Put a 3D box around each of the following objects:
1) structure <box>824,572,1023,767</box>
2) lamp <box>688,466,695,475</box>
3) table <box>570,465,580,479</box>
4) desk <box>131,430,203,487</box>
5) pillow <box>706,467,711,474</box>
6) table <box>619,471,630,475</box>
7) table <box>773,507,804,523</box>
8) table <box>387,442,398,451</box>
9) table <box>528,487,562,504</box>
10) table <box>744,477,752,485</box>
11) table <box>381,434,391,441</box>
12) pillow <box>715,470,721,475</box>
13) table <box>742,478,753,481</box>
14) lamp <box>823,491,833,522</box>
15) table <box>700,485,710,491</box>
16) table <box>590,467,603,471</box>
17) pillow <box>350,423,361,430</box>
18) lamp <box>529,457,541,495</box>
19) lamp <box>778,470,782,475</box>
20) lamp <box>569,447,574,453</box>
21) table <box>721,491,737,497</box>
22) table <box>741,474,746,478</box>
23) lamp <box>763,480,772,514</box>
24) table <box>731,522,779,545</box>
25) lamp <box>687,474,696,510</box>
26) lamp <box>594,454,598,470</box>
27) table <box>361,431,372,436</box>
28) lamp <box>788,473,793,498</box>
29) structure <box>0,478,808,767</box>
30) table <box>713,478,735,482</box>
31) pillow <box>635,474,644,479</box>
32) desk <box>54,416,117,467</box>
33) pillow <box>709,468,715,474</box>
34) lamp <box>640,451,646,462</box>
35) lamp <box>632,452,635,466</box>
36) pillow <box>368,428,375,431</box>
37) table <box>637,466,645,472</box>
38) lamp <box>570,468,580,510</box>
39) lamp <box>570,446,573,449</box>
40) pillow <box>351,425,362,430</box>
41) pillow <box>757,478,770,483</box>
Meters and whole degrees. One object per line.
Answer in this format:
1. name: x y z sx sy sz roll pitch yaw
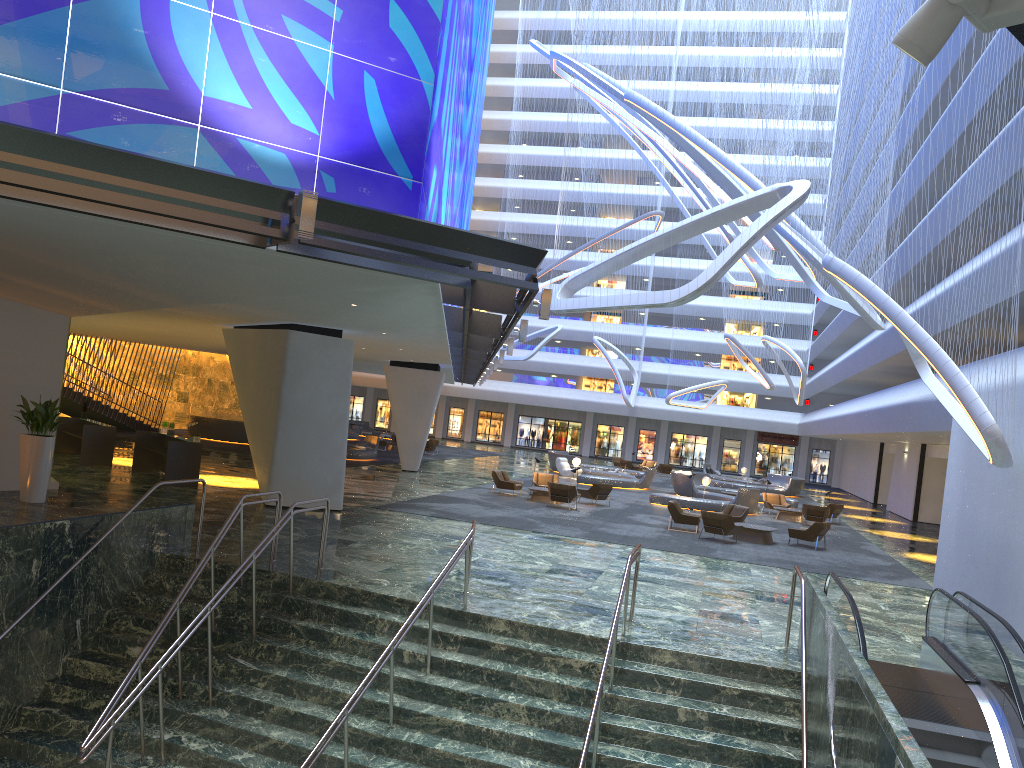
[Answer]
1. structure: 2.982 6.208 2.339 3.014 8.238 19.854 7 -2 14
2. lamp: 8.000 4.290 39.728 0.383 1.300 0.202 7 0 31
3. table: 2.887 4.071 40.745 0.418 0.595 0.427 7 -1 -12
4. desk: -8.920 1.898 22.833 0.815 1.097 2.972 7 -2 -37
5. pillow: 11.919 5.242 53.615 0.294 0.369 0.770 6 -1 27
6. table: 5.768 4.652 44.923 0.674 0.406 0.670 7 -1 -24
7. table: 10.041 4.728 32.025 1.202 0.392 1.204 6 -2 14
8. table: -6.119 3.365 47.482 1.205 0.392 1.202 7 -2 -21
9. table: 1.117 3.582 28.448 1.202 0.392 1.205 6 -2 14
10. table: 13.114 5.530 49.323 0.417 0.595 0.428 6 -1 10
11. table: -8.104 3.437 56.784 0.673 0.406 0.671 7 -1 1
12. pillow: 12.389 5.371 53.833 0.686 0.280 0.872 8 -2 -39
13. table: 13.963 5.847 52.603 0.670 0.406 0.674 6 -1 10
14. lamp: 10.814 4.314 30.461 0.383 1.300 0.202 7 0 31
15. table: 8.004 4.539 36.947 0.417 0.595 0.428 6 -1 13
16. table: 4.264 4.482 45.010 0.672 0.406 0.672 6 -2 33
17. pillow: -10.471 2.848 59.403 0.776 0.366 0.316 8 -1 -35
18. lamp: 0.790 3.150 30.208 0.201 1.300 0.385 7 0 30
19. lamp: 14.983 5.416 49.611 0.384 1.300 0.202 7 0 13
20. lamp: 2.971 3.898 45.530 0.384 1.300 0.202 7 0 7
21. table: 9.471 4.845 37.652 1.202 0.392 1.205 6 -2 14
22. table: 14.051 5.789 54.001 0.418 0.595 0.427 7 -1 -32
23. lamp: 9.714 4.295 33.786 0.201 1.300 0.385 7 0 30
24. table: 6.569 4.071 24.125 1.201 0.392 1.205 6 -2 32
25. lamp: 6.366 3.839 31.643 0.383 1.300 0.202 7 0 31
26. lamp: 3.768 3.815 40.133 0.202 1.300 0.384 7 0 -10
27. table: -9.430 3.307 57.502 0.672 0.406 0.672 7 -2 -32
28. lamp: 14.295 5.207 45.612 0.202 1.300 0.383 7 0 -27
29. structure: -3.332 5.549 3.447 9.296 8.398 19.758 6 -2 14
30. table: 11.640 5.453 48.670 1.202 0.392 1.205 6 -2 14
31. pillow: 5.914 4.141 39.653 0.691 0.262 0.879 6 -2 22
32. desk: -12.092 1.604 25.043 0.815 1.097 2.972 7 -2 -39
33. pillow: 12.131 5.241 53.599 0.314 0.386 0.786 6 -1 29
34. lamp: 7.917 4.745 54.045 0.384 1.300 0.201 7 0 -24
35. lamp: 6.914 4.521 50.689 0.202 1.300 0.383 7 0 -24
36. pillow: -9.447 3.082 59.677 0.443 0.207 0.445 7 -1 0
37. table: 7.167 5.057 52.386 1.205 0.392 1.201 8 -2 -40
38. lamp: 1.890 3.169 26.884 0.383 1.300 0.202 7 0 31
39. lamp: 3.111 3.993 47.940 0.202 1.300 0.383 7 0 -32
40. pillow: -10.407 2.893 59.219 0.692 0.262 0.878 6 -2 4
41. pillow: 14.116 5.414 49.718 0.693 0.262 0.876 7 -2 -24
